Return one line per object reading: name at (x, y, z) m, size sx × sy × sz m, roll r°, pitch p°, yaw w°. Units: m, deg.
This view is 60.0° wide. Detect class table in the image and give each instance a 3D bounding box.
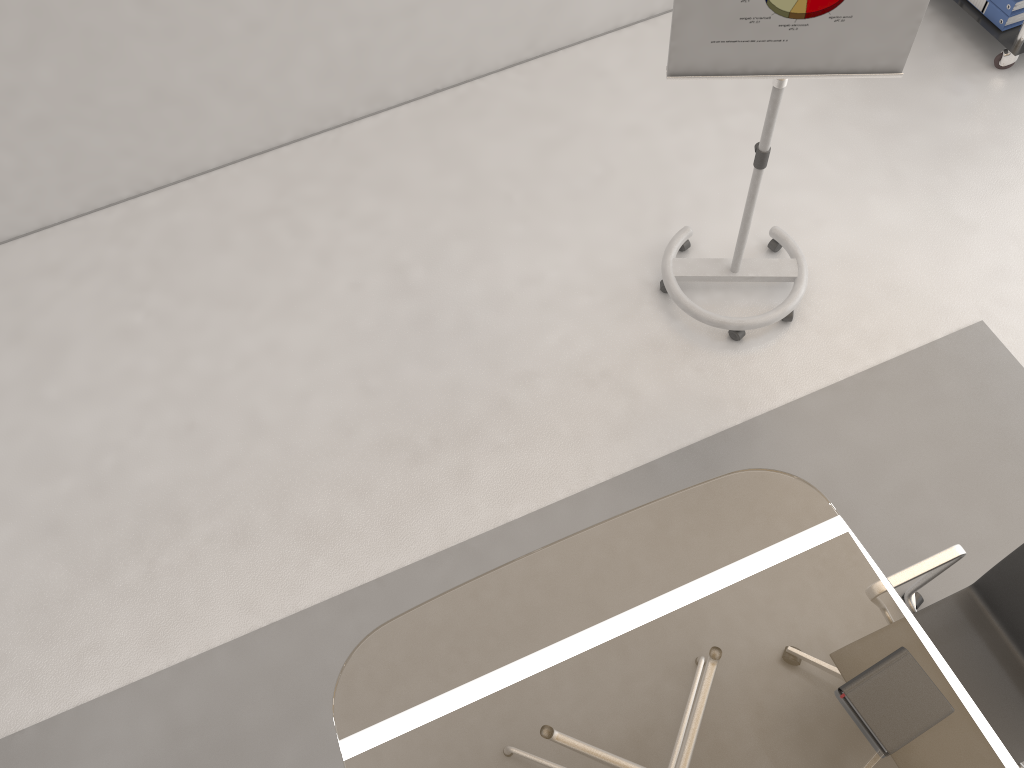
table at (0.740, 1.761, 1.794) m, size 1.372 × 0.721 × 3.054 m, roll -22°, pitch 60°, yaw -8°

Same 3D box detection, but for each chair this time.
chair at (1.109, 0.810, 2.275) m, size 0.710 × 0.805 × 0.731 m, roll -38°, pitch 64°, yaw -16°

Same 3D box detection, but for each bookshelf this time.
bookshelf at (2.201, -2.039, 3.823) m, size 0.567 × 0.855 × 0.985 m, roll -22°, pitch 60°, yaw -8°

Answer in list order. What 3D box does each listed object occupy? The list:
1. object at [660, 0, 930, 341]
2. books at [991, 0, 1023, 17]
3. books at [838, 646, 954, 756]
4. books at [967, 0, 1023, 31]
object at (0.785, -0.918, 2.566) m, size 0.553 × 2.088 × 0.560 m, roll -35°, pitch 63°, yaw -15°
books at (2.185, -1.763, 3.872) m, size 0.263 × 0.077 × 0.320 m, roll -22°, pitch 60°, yaw -8°
books at (0.850, 0.701, 1.967) m, size 0.183 × 0.032 × 0.164 m, roll -28°, pitch 61°, yaw -11°
books at (2.188, -1.726, 3.935) m, size 0.263 × 0.077 × 0.320 m, roll -22°, pitch 60°, yaw -8°
